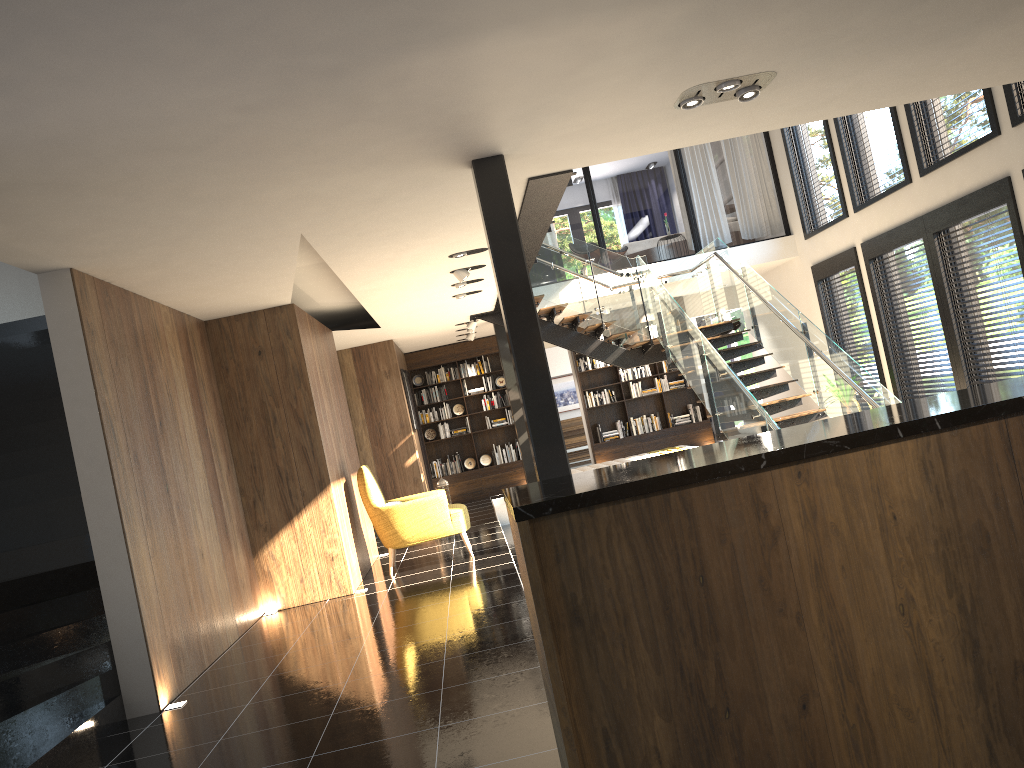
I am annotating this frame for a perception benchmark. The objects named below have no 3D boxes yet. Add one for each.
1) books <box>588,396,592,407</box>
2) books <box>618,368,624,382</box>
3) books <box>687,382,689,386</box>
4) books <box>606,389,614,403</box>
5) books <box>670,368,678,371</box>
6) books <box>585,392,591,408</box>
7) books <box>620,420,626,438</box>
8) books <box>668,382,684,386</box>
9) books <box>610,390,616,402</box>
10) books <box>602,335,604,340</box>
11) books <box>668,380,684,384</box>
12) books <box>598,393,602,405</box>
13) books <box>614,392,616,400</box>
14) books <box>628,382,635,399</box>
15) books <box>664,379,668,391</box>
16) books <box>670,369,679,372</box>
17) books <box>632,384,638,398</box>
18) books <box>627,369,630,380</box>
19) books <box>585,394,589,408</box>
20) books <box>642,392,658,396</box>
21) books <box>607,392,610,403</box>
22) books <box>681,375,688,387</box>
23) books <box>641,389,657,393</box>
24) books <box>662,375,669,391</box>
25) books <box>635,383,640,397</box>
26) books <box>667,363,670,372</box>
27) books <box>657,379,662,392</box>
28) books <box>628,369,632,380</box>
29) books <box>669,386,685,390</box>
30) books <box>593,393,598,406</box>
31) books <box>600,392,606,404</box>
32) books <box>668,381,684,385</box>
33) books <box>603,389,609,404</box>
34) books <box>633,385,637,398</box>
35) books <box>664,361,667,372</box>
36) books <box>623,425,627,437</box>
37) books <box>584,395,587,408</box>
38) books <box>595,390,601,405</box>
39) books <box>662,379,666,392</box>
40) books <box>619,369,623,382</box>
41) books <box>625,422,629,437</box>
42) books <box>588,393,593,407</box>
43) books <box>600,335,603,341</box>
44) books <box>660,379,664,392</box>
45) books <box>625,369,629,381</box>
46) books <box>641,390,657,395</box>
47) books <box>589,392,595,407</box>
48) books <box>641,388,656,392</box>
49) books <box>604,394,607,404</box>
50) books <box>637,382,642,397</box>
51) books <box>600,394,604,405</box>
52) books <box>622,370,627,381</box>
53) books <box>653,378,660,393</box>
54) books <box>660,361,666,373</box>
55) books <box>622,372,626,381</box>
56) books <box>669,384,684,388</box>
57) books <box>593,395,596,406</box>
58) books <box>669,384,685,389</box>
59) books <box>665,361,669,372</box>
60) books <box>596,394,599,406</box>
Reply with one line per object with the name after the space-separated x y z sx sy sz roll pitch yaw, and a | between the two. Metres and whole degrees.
1.345 0.306 15.345 0.028 0.199 0.175 -12 -2 -4 | books
1.894 -0.171 15.393 0.031 0.272 0.158 -12 -1 -4 | books
3.029 -0.058 15.431 0.025 0.212 0.168 -12 -1 -4 | books
1.702 0.212 15.368 0.070 0.236 0.206 -12 -2 -4 | books
2.895 -0.273 15.481 0.272 0.021 0.156 -12 -2 -5 | books
1.309 0.272 15.346 0.028 0.282 0.169 -12 -1 -4 | books
1.910 0.781 15.384 0.036 0.302 0.186 -12 -1 -4 | books
2.846 0.007 15.424 0.268 0.022 0.156 -12 -2 -8 | books
1.753 0.215 15.373 0.028 0.210 0.169 -12 -1 -4 | books
1.576 -0.764 15.403 0.019 0.303 0.129 -12 -1 -4 | books
2.837 -0.034 15.430 0.272 0.022 0.156 -12 -2 -5 | books
1.518 0.262 15.379 0.021 0.216 0.170 -12 -1 -4 | books
1.777 0.224 15.417 0.022 0.185 0.127 -12 -1 -4 | books
2.073 0.108 15.377 0.030 0.284 0.176 -12 -1 -4 | books
2.652 0.022 15.391 0.026 0.209 0.184 -12 -2 -4 | books
2.899 -0.253 15.479 0.266 0.021 0.156 -12 -2 -6 | books
2.129 0.116 15.376 0.030 0.245 0.167 -12 -1 -4 | books
2.002 -0.178 15.386 0.027 0.239 0.153 -12 -1 -4 | books
1.285 0.301 15.377 0.028 0.237 0.134 -12 -1 -4 | books
2.377 0.176 15.394 0.274 0.025 0.156 -12 -2 -7 | books
1.660 0.238 15.384 0.030 0.205 0.170 -12 -2 -4 | books
3.000 -0.068 15.419 0.030 0.244 0.176 -12 -1 -4 | books
2.367 0.127 15.390 0.261 0.024 0.167 -12 -2 -7 | books
2.673 -0.016 15.404 0.031 0.277 0.168 -12 -1 -4 | books
2.163 0.109 15.353 0.036 0.244 0.194 -12 -1 -4 | books
2.704 -0.324 15.479 0.025 0.243 0.119 -12 -1 -4 | books
2.544 0.036 15.420 0.037 0.232 0.231 -12 -2 -4 | books
2.028 -0.193 15.382 0.028 0.258 0.208 -12 -1 -4 | books
2.861 0.073 15.412 0.288 0.026 0.175 -12 -2 1 | books
1.442 0.272 15.365 0.028 0.227 0.136 -12 -1 -4 | books
1.576 0.247 15.364 0.030 0.221 0.190 -12 -2 -4 | books
2.842 -0.014 15.422 0.260 0.021 0.167 -12 -2 -6 | books
1.628 0.218 15.358 0.029 0.256 0.167 -12 -1 -4 | books
2.108 0.133 15.343 0.023 0.218 0.196 -12 -2 -4 | books
2.654 -0.323 15.462 0.023 0.261 0.146 -12 -1 -4 | books
1.947 0.820 15.406 0.023 0.212 0.124 -12 -1 -4 | books
1.260 0.311 15.371 0.025 0.227 0.156 -12 -1 -4 | books
1.488 0.239 15.365 0.029 0.272 0.152 -12 -1 -4 | books
2.624 0.027 15.408 0.029 0.214 0.149 -12 -1 -4 | books
1.868 -0.144 15.393 0.030 0.228 0.176 -12 -1 -4 | books
1.991 0.788 15.393 0.075 0.254 0.181 -12 -1 -4 | books
1.365 0.279 15.366 0.023 0.245 0.159 -12 -1 -4 | books
1.556 -0.744 15.395 0.029 0.272 0.173 -12 -1 -4 | books
2.595 0.024 15.419 0.025 0.232 0.156 -12 -1 -4 | books
1.978 -0.167 15.376 0.027 0.228 0.208 -12 -2 -4 | books
2.371 0.152 15.393 0.275 0.025 0.156 -12 -2 -7 | books
1.390 0.267 15.350 0.029 0.258 0.181 -12 -1 -4 | books
2.361 0.103 15.396 0.274 0.025 0.156 -12 -2 0 | books
1.608 0.266 15.377 0.027 0.171 0.146 -12 -2 -4 | books
2.210 0.091 15.388 0.067 0.261 0.159 -12 -1 -4 | books
1.547 0.268 15.374 0.033 0.193 0.172 -12 -2 -4 | books
1.956 -0.147 15.382 0.024 0.197 0.175 -12 -2 -4 | books
2.511 0.027 15.408 0.026 0.263 0.156 -12 -1 -4 | books
2.636 -0.298 15.463 0.024 0.219 0.174 -12 -1 -4 | books
1.934 -0.124 15.394 0.027 0.162 0.126 -12 -1 -4 | books
2.850 0.029 15.434 0.247 0.022 0.148 -12 -2 -3 | books
1.419 0.287 15.364 0.022 0.207 0.130 -12 -1 -4 | books
2.855 0.050 15.424 0.274 0.022 0.156 -12 -2 -7 | books
2.686 -0.297 15.446 0.026 0.196 0.148 -12 -1 -4 | books
1.470 0.281 15.359 0.024 0.197 0.173 -12 -2 -4 | books
